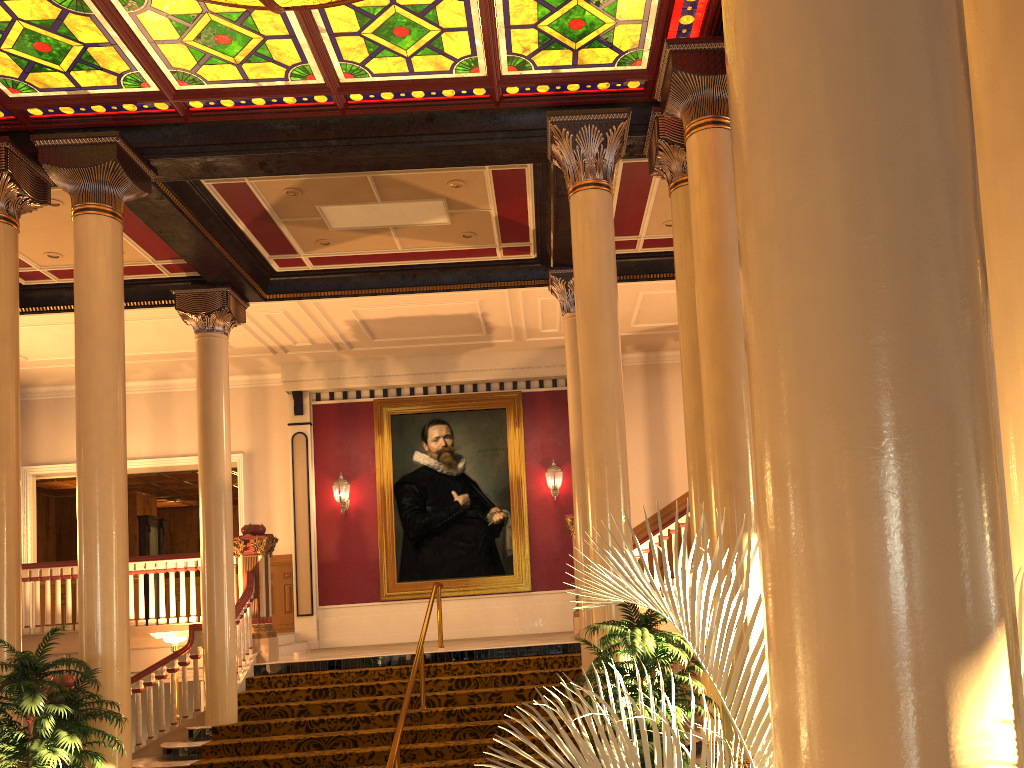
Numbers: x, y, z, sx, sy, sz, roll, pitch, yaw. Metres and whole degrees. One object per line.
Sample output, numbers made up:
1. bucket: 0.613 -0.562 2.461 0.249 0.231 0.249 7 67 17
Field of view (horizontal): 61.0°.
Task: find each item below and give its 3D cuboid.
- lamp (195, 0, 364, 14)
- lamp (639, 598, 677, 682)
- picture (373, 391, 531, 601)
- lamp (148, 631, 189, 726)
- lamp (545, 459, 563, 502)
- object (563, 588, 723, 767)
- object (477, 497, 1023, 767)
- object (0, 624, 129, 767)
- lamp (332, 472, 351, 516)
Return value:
1. lamp: -1.471 -2.630 4.260 3.000 0.593 3.063 -3 -14 -2
2. lamp: 1.802 3.614 10.536 0.569 1.987 0.599 -5 -5 18
3. picture: -1.026 1.883 14.813 2.547 3.409 0.056 -3 -4 -2
4. lamp: -3.977 3.946 10.313 0.592 1.987 0.576 -2 -5 -18
5. lamp: 0.720 1.644 14.737 0.318 0.721 0.400 -4 -6 0
6. object: 0.929 2.469 6.056 1.078 2.124 1.052 2 -8 -41
7. object: 0.505 1.359 1.742 1.837 2.227 2.067 -2 -9 -12
8. object: -3.202 2.706 5.873 1.093 2.124 1.038 -2 -6 -12
9. lamp: -2.851 1.851 14.604 0.318 0.721 0.400 -4 -6 0
